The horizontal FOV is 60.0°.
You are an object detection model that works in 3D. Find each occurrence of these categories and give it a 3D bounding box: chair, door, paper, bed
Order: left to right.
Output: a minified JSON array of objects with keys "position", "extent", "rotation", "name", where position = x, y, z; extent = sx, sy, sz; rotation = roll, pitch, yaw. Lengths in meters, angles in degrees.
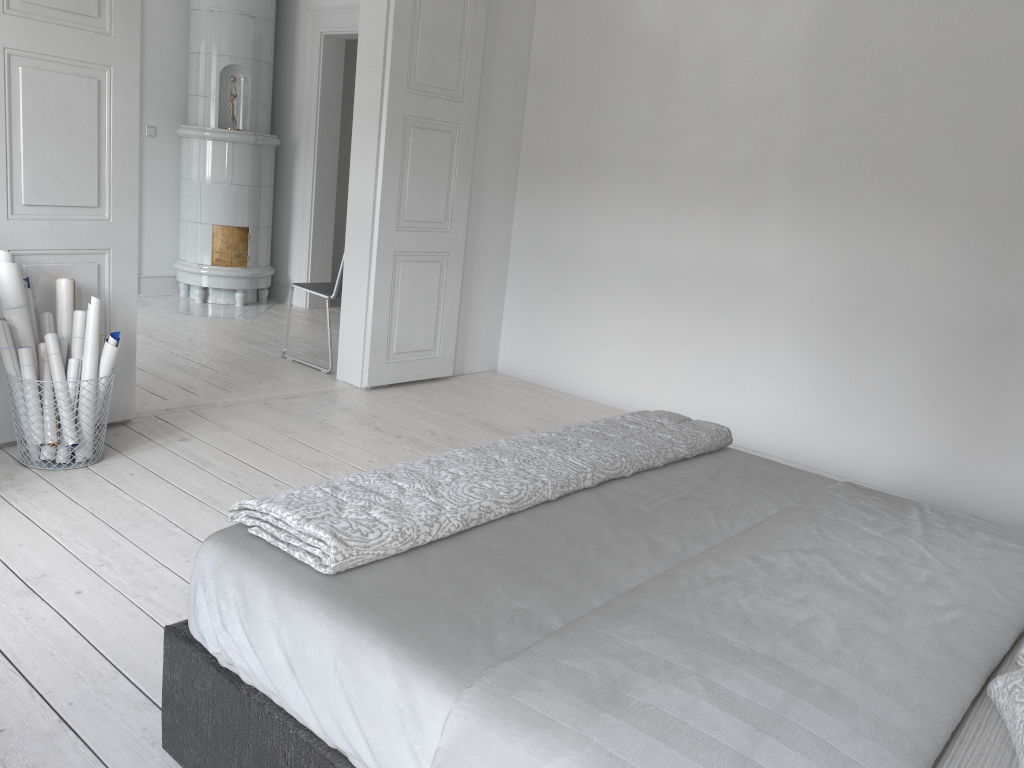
[{"position":[-1.819,0.028,3.276],"extent":[0.166,0.546,0.046],"rotation":[0,15,-26],"name":"paper"},{"position":[-1.773,0.044,3.275],"extent":[0.129,0.360,0.047],"rotation":[13,15,28],"name":"paper"},{"position":[-1.743,0.038,3.332],"extent":[0.047,0.358,0.240],"rotation":[-3,16,-35],"name":"paper"},{"position":[-1.774,0.000,3.433],"extent":[0.047,0.541,0.200],"rotation":[-7,18,-45],"name":"paper"},{"position":[-1.740,0.060,3.368],"extent":[0.054,0.431,0.253],"rotation":[3,13,-14],"name":"paper"},{"position":[-1.737,-0.932,3.390],"extent":[0.034,2.324,0.678],"rotation":[14,15,30],"name":"door"},{"position":[-1.720,-0.109,3.360],"extent":[0.431,0.793,0.181],"rotation":[5,13,-7],"name":"paper"},{"position":[-1.695,0.022,3.339],"extent":[0.244,0.403,0.049],"rotation":[18,17,41],"name":"paper"},{"position":[-1.750,-0.078,3.487],"extent":[0.073,0.668,0.181],"rotation":[-1,15,-27],"name":"paper"},{"position":[-1.689,0.094,3.392],"extent":[0.078,0.389,0.234],"rotation":[2,14,-19],"name":"paper"},{"position":[-1.696,-0.010,3.459],"extent":[0.060,0.553,0.153],"rotation":[5,13,-5],"name":"paper"},{"position":[-1.656,0.033,3.503],"extent":[0.057,0.464,0.123],"rotation":[9,13,12],"name":"paper"},{"position":[-1.025,-0.527,5.456],"extent":[0.525,0.797,0.562],"rotation":[17,17,39],"name":"chair"},{"position":[-0.469,-1.146,4.887],"extent":[0.034,2.324,0.666],"rotation":[17,17,39],"name":"door"},{"position":[0.665,0.370,1.629],"extent":[2.177,1.167,1.889],"rotation":[17,17,39],"name":"bed"}]

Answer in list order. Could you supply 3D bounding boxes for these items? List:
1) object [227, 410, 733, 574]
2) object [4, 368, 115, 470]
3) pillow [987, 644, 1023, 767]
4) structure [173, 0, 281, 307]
[{"position":[0.040,0.198,2.170],"extent":[0.405,0.104,1.460],"rotation":[17,17,39],"name":"object"},{"position":[-1.723,0.114,3.391],"extent":[0.374,0.350,0.375],"rotation":[18,17,41],"name":"object"},{"position":[0.969,0.424,1.325],"extent":[0.416,0.225,1.147],"rotation":[15,16,32],"name":"pillow"},{"position":[-2.219,-2.021,6.970],"extent":[0.788,2.741,0.788],"rotation":[12,14,22],"name":"structure"}]
